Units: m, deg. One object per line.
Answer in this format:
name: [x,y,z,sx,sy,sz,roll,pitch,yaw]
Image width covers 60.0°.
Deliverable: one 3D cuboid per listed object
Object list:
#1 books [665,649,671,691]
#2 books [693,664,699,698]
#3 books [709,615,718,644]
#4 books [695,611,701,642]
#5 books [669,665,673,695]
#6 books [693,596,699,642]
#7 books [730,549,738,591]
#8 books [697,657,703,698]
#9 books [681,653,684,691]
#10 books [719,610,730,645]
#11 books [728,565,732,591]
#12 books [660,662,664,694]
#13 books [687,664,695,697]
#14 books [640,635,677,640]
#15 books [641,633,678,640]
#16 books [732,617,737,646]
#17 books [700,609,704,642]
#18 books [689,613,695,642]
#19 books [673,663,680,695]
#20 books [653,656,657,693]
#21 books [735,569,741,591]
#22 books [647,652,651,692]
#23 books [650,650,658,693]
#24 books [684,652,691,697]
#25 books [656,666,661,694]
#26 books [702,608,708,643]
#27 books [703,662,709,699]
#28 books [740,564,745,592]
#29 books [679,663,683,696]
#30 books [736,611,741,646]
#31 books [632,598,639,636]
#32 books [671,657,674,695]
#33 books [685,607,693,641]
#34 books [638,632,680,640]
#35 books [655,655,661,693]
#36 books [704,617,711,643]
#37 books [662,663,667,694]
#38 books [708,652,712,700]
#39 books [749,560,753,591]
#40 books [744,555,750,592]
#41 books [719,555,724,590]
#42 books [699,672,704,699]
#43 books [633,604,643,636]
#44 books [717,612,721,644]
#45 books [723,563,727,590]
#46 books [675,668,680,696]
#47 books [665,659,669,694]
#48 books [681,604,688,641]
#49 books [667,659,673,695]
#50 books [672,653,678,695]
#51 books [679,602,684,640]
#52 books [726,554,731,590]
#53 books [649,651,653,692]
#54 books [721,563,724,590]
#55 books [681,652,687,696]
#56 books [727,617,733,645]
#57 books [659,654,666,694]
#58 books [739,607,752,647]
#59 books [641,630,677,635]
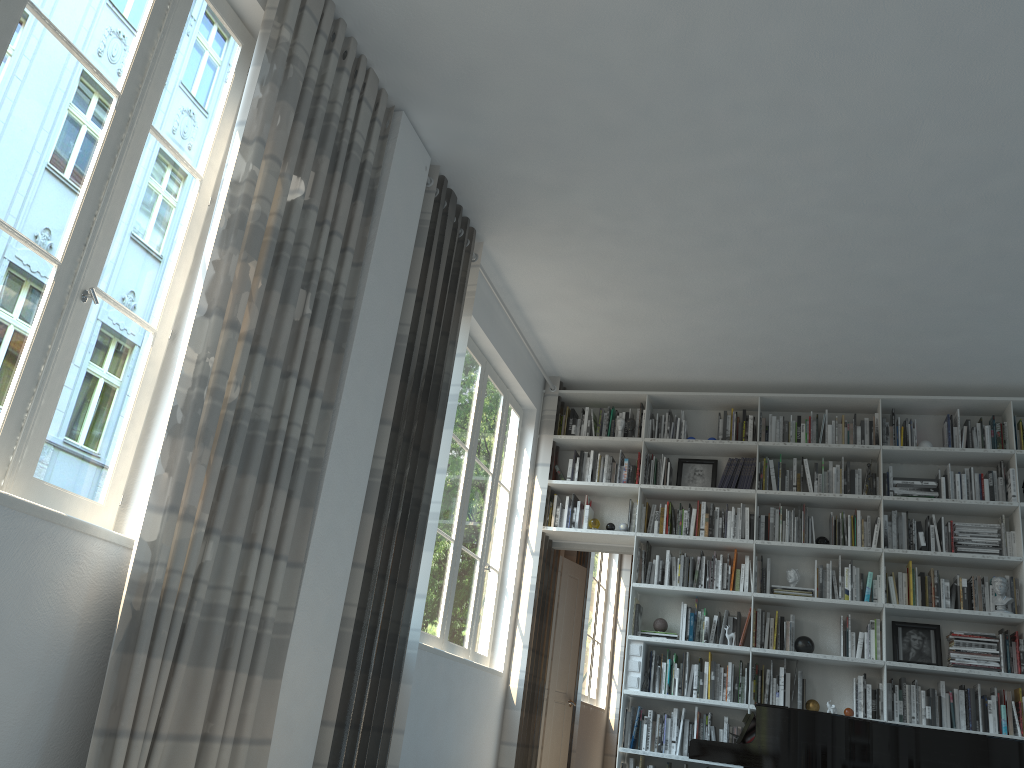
books: [1.099,2.040,6.258,0.006,0.313,0.146,1,-22,18]
books: [1.287,2.082,6.180,0.027,0.229,0.159,1,-22,18]
books: [1.433,1.759,6.290,0.056,0.213,0.143,1,-22,18]
books: [1.335,1.751,6.329,0.030,0.230,0.148,1,-22,18]
books: [1.129,2.095,6.243,0.016,0.210,0.146,1,-22,18]
books: [1.320,1.701,6.349,0.011,0.334,0.154,1,-22,18]
books: [1.600,1.367,6.396,0.035,0.324,0.170,1,-22,18]
books: [1.310,2.058,6.182,0.014,0.281,0.151,1,-22,18]
books: [1.209,2.058,6.241,0.009,0.298,0.142,1,-22,18]
books: [1.500,1.735,6.263,0.060,0.254,0.159,1,-22,18]
books: [1.569,1.423,6.381,0.013,0.202,0.162,1,-22,18]
books: [1.070,2.086,6.252,0.015,0.217,0.177,1,-22,18]
books: [1.257,2.088,6.206,0.045,0.229,0.138,1,-22,18]
books: [1.061,1.834,6.370,0.254,0.012,0.161,0,-23,19]
books: [1.061,1.821,6.371,0.254,0.012,0.161,2,-22,15]
books: [1.568,1.758,6.235,0.027,0.209,0.144,1,-22,18]
books: [1.359,1.741,6.319,0.022,0.248,0.129,1,-22,18]
books: [1.284,1.746,6.302,0.029,0.207,0.190,1,-22,18]
books: [1.152,2.082,6.212,0.015,0.218,0.191,1,-22,18]
books: [1.025,2.071,6.282,0.022,0.256,0.142,1,-22,18]
books: [1.623,1.434,6.363,0.030,0.182,0.152,1,-22,18]
books: [0.983,2.058,6.301,0.008,0.284,0.160,1,-22,18]
books: [1.007,2.050,6.287,0.014,0.293,0.172,1,-22,18]
books: [1.230,2.045,6.212,0.012,0.305,0.190,1,-22,18]
books: [1.037,2.089,6.230,0.019,0.188,0.194,1,-22,18]
books: [1.370,1.733,6.297,0.011,0.249,0.172,1,-22,18]
books: [1.355,2.072,6.164,0.026,0.253,0.177,1,-22,18]
books: [1.654,1.416,6.361,0.031,0.222,0.145,1,-22,18]
books: [1.192,2.088,6.231,0.016,0.229,0.137,1,-22,18]
books: [1.595,1.741,6.238,0.021,0.250,0.155,1,-22,18]
books: [0.902,1.719,6.473,0.012,0.284,0.160,1,-22,18]
books: [1.142,2.061,6.244,0.009,0.276,0.158,1,-22,18]
books: [1.266,1.735,6.346,0.031,0.254,0.144,1,-22,18]
books: [1.062,1.809,6.373,0.285,0.012,0.160,-1,-23,21]
books: [1.034,2.060,6.262,0.007,0.263,0.177,1,-22,18]
books: [1.382,1.757,6.270,0.029,0.189,0.189,1,-22,18]
books: [1.080,2.082,6.236,0.015,0.216,0.181,1,-22,18]
books: [1.379,2.039,6.167,0.021,0.321,0.172,1,-22,18]
books: [1.716,1.404,6.354,0.036,0.256,0.123,1,-22,18]
books: [1.687,1.390,6.368,0.027,0.284,0.148,1,-22,18]
books: [1.513,1.386,6.405,0.015,0.274,0.158,1,-22,18]
books: [1.321,2.101,6.150,0.029,0.181,0.191,1,-22,18]
books: [0.916,1.734,6.450,0.028,0.242,0.157,1,-22,18]
books: [1.468,1.747,6.284,0.013,0.241,0.142,1,-22,18]
books: [1.543,1.418,6.402,0.021,0.220,0.149,1,-22,18]
books: [1.164,2.094,6.198,0.016,0.188,0.184,1,-22,18]
books: [1.103,2.073,6.240,0.014,0.242,0.171,1,-22,18]
books: [1.239,1.724,6.351,0.024,0.272,0.151,1,-22,18]
books: [1.111,2.067,6.225,0.009,0.243,0.185,1,-22,18]
books: [1.144,2.048,6.222,0.007,0.285,0.183,1,-22,18]
books: [1.223,1.719,6.359,0.012,0.284,0.160,1,-22,18]
books: [1.565,1.387,6.414,0.015,0.291,0.144,1,-22,18]
books: [0.995,2.055,6.297,0.016,0.288,0.153,1,-22,18]
books: [1.526,1.418,6.403,0.012,0.216,0.161,1,-22,18]
books: [1.212,2.043,6.205,0.019,0.299,0.180,1,-22,18]
books: [1.538,1.755,6.234,0.030,0.207,0.173,1,-22,18]
books: [1.061,2.055,6.260,0.008,0.278,0.165,1,-22,18]
books: [1.634,1.714,6.192,0.082,0.275,0.229,1,-22,18]
books: [1.065,1.801,6.383,0.254,0.012,0.161,0,-23,19]
